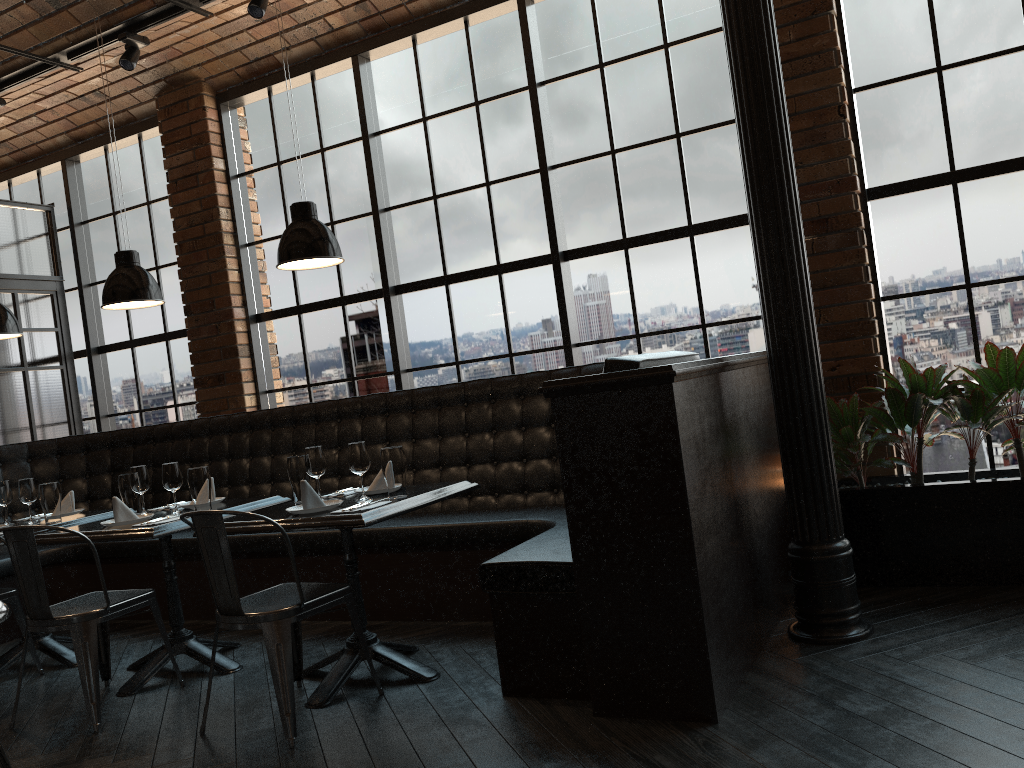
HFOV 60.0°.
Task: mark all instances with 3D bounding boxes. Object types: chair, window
[{"bbox_3d":[-2.802,1.114,4.445,0.504,0.857,0.558,-8,0,32],"label":"chair"},{"bbox_3d":[-0.911,0.860,3.428,0.504,0.857,0.558,-8,0,32],"label":"chair"},{"bbox_3d":[-2.083,-0.446,6.557,16.179,3.253,0.168,-8,0,27],"label":"window"},{"bbox_3d":[-1.897,0.994,2.740,0.504,0.857,0.558,-8,0,-18],"label":"chair"},{"bbox_3d":[-1.857,0.987,3.852,0.504,0.857,0.558,-8,0,22],"label":"chair"}]

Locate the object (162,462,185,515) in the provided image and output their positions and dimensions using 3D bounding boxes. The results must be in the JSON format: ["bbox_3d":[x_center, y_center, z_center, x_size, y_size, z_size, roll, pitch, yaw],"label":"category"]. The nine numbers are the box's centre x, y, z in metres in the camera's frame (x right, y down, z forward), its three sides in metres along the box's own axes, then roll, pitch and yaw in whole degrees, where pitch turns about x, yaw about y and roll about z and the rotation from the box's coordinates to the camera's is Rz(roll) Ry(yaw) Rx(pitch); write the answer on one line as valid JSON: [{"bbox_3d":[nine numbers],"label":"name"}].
[{"bbox_3d":[-1.621,0.500,4.247,0.092,0.244,0.092,-8,0,-12],"label":"object"}]

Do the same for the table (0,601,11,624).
[{"bbox_3d":[-1.729,1.023,2.269,0.866,0.758,0.866,-8,0,-9],"label":"table"}]

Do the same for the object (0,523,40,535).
[{"bbox_3d":[-2.525,0.736,4.488,0.157,0.019,0.255,-8,0,28],"label":"object"}]

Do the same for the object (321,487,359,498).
[{"bbox_3d":[-0.794,0.502,4.106,0.157,0.019,0.255,-8,0,28],"label":"object"}]

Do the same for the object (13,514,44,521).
[{"bbox_3d":[-2.738,0.763,5.109,0.157,0.019,0.255,-8,0,28],"label":"object"}]

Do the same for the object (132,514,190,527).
[{"bbox_3d":[-1.562,0.607,3.991,0.157,0.019,0.255,-8,0,28],"label":"object"}]

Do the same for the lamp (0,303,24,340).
[{"bbox_3d":[-2.916,-1.068,4.795,0.291,1.653,0.291,-8,0,2],"label":"lamp"}]

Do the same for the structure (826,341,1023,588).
[{"bbox_3d":[3.262,0.189,3.450,4.107,1.072,0.757,-8,0,26],"label":"structure"}]

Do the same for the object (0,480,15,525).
[{"bbox_3d":[-2.800,0.658,4.892,0.092,0.244,0.092,-8,0,-24],"label":"object"}]

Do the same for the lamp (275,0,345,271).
[{"bbox_3d":[-0.970,-1.330,3.790,0.291,1.653,0.291,-8,0,-18],"label":"lamp"}]

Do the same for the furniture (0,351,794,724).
[{"bbox_3d":[-1.375,0.742,4.908,5.451,1.212,1.979,-8,0,27],"label":"furniture"}]

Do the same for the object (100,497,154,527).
[{"bbox_3d":[-1.791,0.582,4.118,0.232,0.139,0.232,-8,0,24],"label":"object"}]

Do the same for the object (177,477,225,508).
[{"bbox_3d":[-1.585,0.554,4.511,0.232,0.139,0.232,-8,0,21],"label":"object"}]

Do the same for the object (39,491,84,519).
[{"bbox_3d":[-2.548,0.683,5.009,0.232,0.139,0.232,-8,0,21],"label":"object"}]

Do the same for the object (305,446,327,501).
[{"bbox_3d":[-0.855,0.397,3.888,0.092,0.244,0.092,-8,0,-12],"label":"object"}]

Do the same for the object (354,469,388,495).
[{"bbox_3d":[-0.604,0.422,4.005,0.232,0.139,0.232,-8,0,21],"label":"object"}]

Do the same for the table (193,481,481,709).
[{"bbox_3d":[-0.676,0.879,3.808,0.872,0.758,0.872,-8,0,27],"label":"table"}]

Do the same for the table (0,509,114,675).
[{"bbox_3d":[-2.611,1.138,4.807,0.872,0.758,0.872,-8,0,27],"label":"table"}]

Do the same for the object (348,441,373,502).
[{"bbox_3d":[-0.639,0.368,3.740,0.092,0.244,0.092,-8,0,-12],"label":"object"}]

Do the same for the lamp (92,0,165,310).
[{"bbox_3d":[-1.943,-1.198,4.293,0.291,1.653,0.291,-8,0,-38],"label":"lamp"}]

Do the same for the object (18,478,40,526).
[{"bbox_3d":[-2.584,0.629,4.744,0.092,0.244,0.092,-8,0,-24],"label":"object"}]

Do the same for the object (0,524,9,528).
[{"bbox_3d":[-2.754,0.711,4.615,0.232,0.139,0.232,-8,0,24],"label":"object"}]

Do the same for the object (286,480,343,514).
[{"bbox_3d":[-0.809,0.450,3.611,0.232,0.139,0.232,-8,0,24],"label":"object"}]

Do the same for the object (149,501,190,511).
[{"bbox_3d":[-1.775,0.634,4.612,0.157,0.019,0.255,-8,0,28],"label":"object"}]

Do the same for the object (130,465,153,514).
[{"bbox_3d":[-1.837,0.529,4.395,0.092,0.244,0.092,-8,0,-24],"label":"object"}]

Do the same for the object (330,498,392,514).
[{"bbox_3d":[-0.580,0.475,3.485,0.157,0.019,0.255,-8,0,28],"label":"object"}]

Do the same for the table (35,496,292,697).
[{"bbox_3d":[-1.650,1.009,4.310,0.872,0.758,0.872,-8,0,27],"label":"table"}]
